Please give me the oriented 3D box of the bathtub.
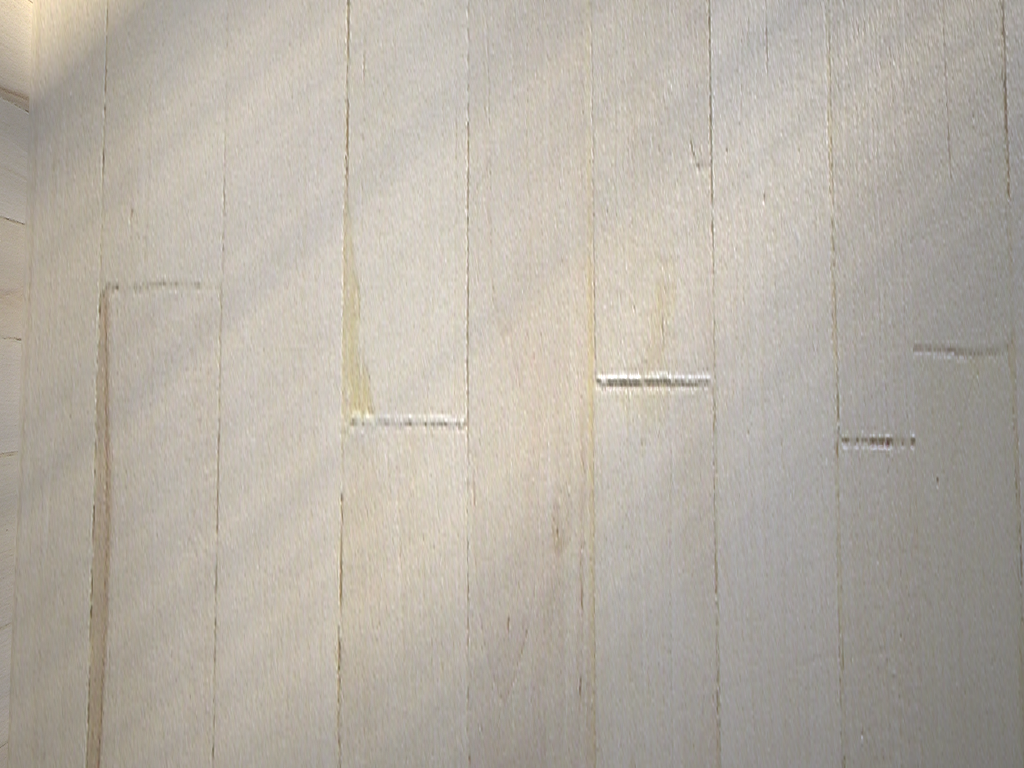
[{"bbox_3d":[-1.380,-0.418,0.816,1.821,0.697,1.652,0,87,0],"label":"bathtub"}]
